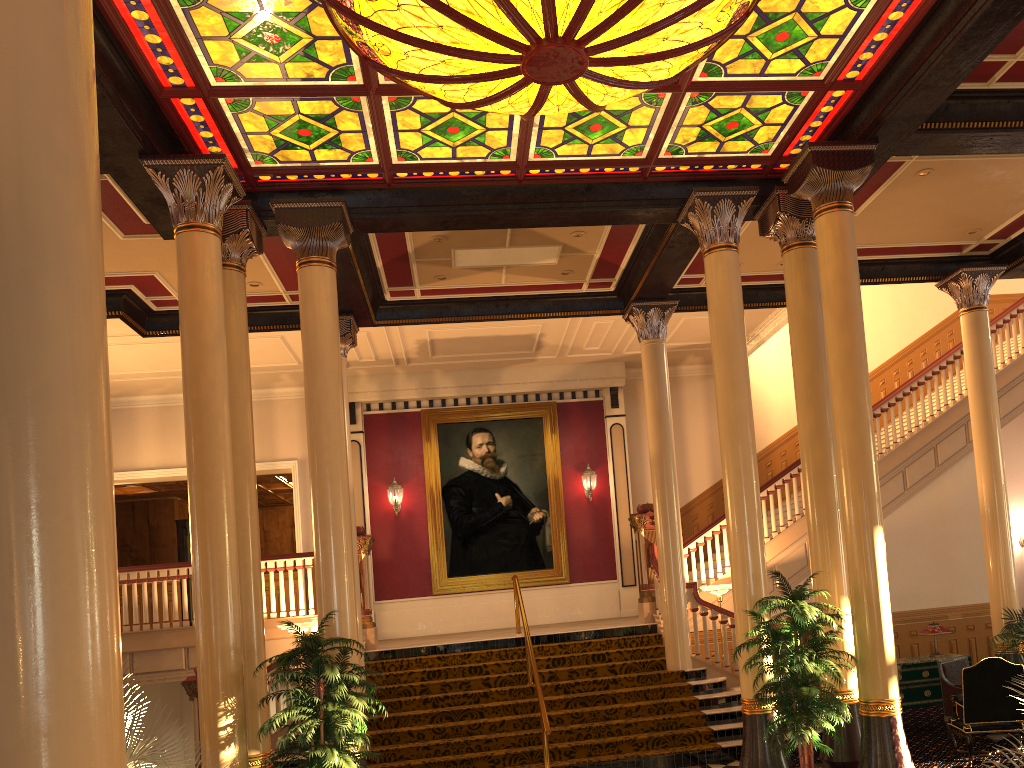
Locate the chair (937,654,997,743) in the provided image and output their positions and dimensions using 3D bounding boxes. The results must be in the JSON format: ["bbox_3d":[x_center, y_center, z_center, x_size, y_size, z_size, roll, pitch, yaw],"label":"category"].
[{"bbox_3d":[5.452,3.643,10.109,0.708,0.910,0.631,0,-9,-36],"label":"chair"}]

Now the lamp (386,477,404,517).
[{"bbox_3d":[-2.115,2.063,15.816,0.320,0.722,0.397,-4,-6,-6],"label":"lamp"}]

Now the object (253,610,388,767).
[{"bbox_3d":[-1.553,2.943,7.175,1.099,2.128,1.030,-3,-6,-17],"label":"object"}]

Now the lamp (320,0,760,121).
[{"bbox_3d":[0.260,-2.389,5.730,3.019,0.594,3.039,-3,-13,-8],"label":"lamp"}]

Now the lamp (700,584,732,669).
[{"bbox_3d":[3.000,3.843,12.276,0.572,1.991,0.594,-6,-4,12],"label":"lamp"}]

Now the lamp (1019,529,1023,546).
[{"bbox_3d":[10.475,3.138,17.646,0.270,0.492,0.373,-4,-7,-5],"label":"lamp"}]

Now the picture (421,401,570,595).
[{"bbox_3d":[-0.306,2.096,16.205,2.563,3.415,0.055,-4,-3,-8],"label":"picture"}]

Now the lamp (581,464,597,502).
[{"bbox_3d":[1.449,1.860,16.302,0.320,0.722,0.397,-4,-6,-6],"label":"lamp"}]

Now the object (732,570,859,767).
[{"bbox_3d":[2.567,2.710,7.765,1.051,2.128,1.076,-10,-7,42],"label":"object"}]

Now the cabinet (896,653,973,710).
[{"bbox_3d":[5.109,3.907,10.958,1.262,0.858,0.555,-4,-7,-7],"label":"cabinet"}]

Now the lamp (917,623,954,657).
[{"bbox_3d":[5.395,3.262,11.079,0.322,0.415,0.321,-4,-7,-10],"label":"lamp"}]

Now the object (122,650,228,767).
[{"bbox_3d":[-1.645,1.931,3.243,2.073,2.249,1.852,-5,-8,-3],"label":"object"}]

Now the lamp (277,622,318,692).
[{"bbox_3d":[-2.767,4.171,11.483,0.594,1.991,0.572,-3,-5,-24],"label":"lamp"}]

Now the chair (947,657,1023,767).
[{"bbox_3d":[4.905,3.303,8.878,0.731,1.086,0.763,-6,-7,9],"label":"chair"}]

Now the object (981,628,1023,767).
[{"bbox_3d":[2.568,1.612,3.461,1.846,2.231,2.052,-3,-8,-18],"label":"object"}]

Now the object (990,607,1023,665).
[{"bbox_3d":[6.468,3.459,10.798,0.969,1.420,1.176,-8,-8,23],"label":"object"}]
